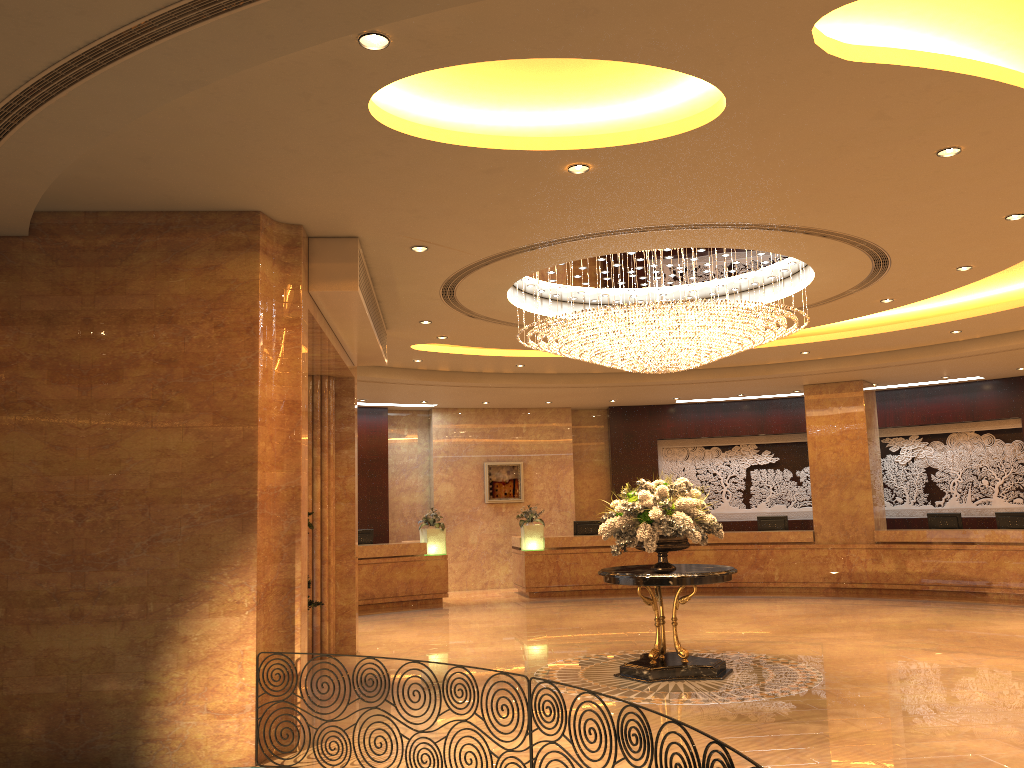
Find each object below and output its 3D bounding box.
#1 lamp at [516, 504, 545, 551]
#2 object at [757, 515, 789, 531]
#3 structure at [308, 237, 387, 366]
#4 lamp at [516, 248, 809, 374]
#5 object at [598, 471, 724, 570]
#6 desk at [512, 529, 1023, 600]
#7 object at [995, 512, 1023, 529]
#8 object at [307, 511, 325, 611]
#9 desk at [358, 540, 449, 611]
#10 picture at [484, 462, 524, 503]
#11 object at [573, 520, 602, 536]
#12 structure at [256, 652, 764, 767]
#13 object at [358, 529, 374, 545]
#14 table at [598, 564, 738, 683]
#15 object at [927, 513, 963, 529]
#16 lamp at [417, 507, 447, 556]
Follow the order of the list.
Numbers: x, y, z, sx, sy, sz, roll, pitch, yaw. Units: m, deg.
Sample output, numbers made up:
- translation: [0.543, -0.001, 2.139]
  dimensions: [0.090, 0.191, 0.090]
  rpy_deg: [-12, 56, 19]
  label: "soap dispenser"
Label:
- translation: [0.380, 2.871, 17.807]
  dimensions: [0.577, 0.925, 0.542]
  rpy_deg: [-1, -8, -3]
  label: "lamp"
- translation: [5.243, 2.899, 17.810]
  dimensions: [0.430, 0.500, 0.531]
  rpy_deg: [3, -9, -32]
  label: "object"
- translation: [-1.705, -0.757, 9.697]
  dimensions: [0.425, 0.483, 4.113]
  rpy_deg: [-1, -8, -5]
  label: "structure"
- translation: [1.653, -0.718, 9.986]
  dimensions: [3.206, 1.196, 3.204]
  rpy_deg: [-6, -9, 32]
  label: "lamp"
- translation: [1.640, 1.512, 9.707]
  dimensions: [1.277, 0.999, 1.318]
  rpy_deg: [-5, -9, 26]
  label: "object"
- translation: [6.015, 3.276, 16.123]
  dimensions: [12.951, 1.155, 3.466]
  rpy_deg: [-6, -9, 29]
  label: "desk"
- translation: [8.748, 2.475, 15.421]
  dimensions: [0.430, 0.500, 0.531]
  rpy_deg: [-1, -8, -2]
  label: "object"
- translation: [-2.876, 2.118, 10.173]
  dimensions: [1.250, 2.363, 0.843]
  rpy_deg: [2, -8, -24]
  label: "object"
- translation: [-3.480, 3.538, 16.037]
  dimensions: [5.227, 1.155, 1.570]
  rpy_deg: [5, -10, -40]
  label: "desk"
- translation: [-0.172, 2.183, 19.705]
  dimensions: [0.875, 0.890, 0.068]
  rpy_deg: [0, -8, -14]
  label: "picture"
- translation: [1.570, 3.074, 18.324]
  dimensions: [0.531, 0.500, 0.430]
  rpy_deg: [-6, -9, 32]
  label: "object"
- translation: [-0.920, 1.888, 2.390]
  dimensions: [3.815, 0.995, 7.624]
  rpy_deg: [-4, -8, 14]
  label: "structure"
- translation: [-3.042, 3.000, 16.685]
  dimensions: [0.918, 0.500, 0.397]
  rpy_deg: [2, -8, -22]
  label: "object"
- translation: [1.691, 2.540, 9.539]
  dimensions: [1.493, 1.089, 1.493]
  rpy_deg: [0, -8, -11]
  label: "table"
- translation: [7.931, 2.608, 16.228]
  dimensions: [0.430, 0.500, 0.531]
  rpy_deg: [-1, -8, -8]
  label: "object"
- translation: [-1.560, 2.838, 17.152]
  dimensions: [0.570, 0.923, 0.580]
  rpy_deg: [-1, -8, -8]
  label: "lamp"
